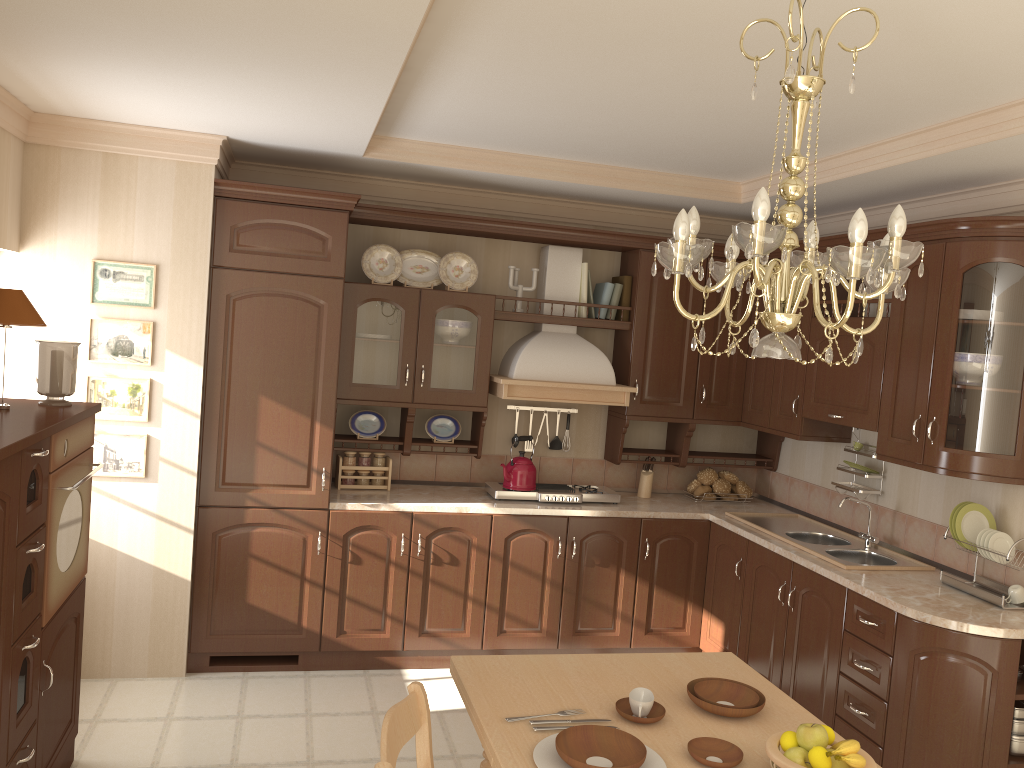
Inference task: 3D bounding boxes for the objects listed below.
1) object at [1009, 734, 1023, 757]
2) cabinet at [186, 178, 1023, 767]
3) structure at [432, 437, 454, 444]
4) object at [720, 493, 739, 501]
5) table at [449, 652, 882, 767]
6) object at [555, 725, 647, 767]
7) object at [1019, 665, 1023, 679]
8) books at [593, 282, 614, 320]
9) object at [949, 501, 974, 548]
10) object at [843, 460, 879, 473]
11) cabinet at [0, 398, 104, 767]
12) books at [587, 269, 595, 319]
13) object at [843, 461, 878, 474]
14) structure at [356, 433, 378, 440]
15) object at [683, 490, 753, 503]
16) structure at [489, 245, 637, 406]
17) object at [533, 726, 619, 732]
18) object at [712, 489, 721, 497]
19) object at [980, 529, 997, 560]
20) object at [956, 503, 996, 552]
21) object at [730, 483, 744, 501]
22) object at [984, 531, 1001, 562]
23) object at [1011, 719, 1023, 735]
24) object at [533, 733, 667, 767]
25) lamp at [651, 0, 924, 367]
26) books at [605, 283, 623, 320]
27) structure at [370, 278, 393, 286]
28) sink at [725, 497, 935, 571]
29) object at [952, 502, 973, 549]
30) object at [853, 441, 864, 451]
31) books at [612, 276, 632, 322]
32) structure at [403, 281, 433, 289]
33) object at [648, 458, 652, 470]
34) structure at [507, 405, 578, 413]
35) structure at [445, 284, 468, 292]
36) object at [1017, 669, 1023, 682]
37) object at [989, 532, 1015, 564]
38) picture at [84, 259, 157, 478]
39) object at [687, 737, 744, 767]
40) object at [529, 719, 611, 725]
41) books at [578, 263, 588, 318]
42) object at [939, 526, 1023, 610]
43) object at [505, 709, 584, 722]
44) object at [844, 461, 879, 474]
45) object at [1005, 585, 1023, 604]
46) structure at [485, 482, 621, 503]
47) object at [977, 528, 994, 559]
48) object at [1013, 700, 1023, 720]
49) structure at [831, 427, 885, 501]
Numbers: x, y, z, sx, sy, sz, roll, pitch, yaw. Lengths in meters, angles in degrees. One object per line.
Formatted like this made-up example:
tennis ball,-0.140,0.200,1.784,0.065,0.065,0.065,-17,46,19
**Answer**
object,1.858,1.310,3.303,0.145,0.077,0.208,4,3,-3
cabinet,0.258,0.363,3.927,3.226,2.313,2.436,4,3,-14
structure,-0.375,0.257,4.855,0.110,0.126,0.080,4,3,-14
object,1.278,0.663,5.219,0.103,0.060,0.105,3,3,-19
table,0.414,1.259,1.949,0.900,0.774,1.567,4,3,-14
object,0.197,0.828,1.982,0.204,0.042,0.204,4,3,-14
object,1.939,1.079,3.278,0.084,0.045,0.120,4,3,-3
books,0.504,-0.470,5.036,0.086,0.209,0.205,4,3,-14
object,1.864,0.576,3.616,0.193,0.188,0.047,4,3,-13
object,1.724,0.408,4.378,0.167,0.051,0.174,4,3,-14
cabinet,-1.606,0.782,2.505,0.538,1.349,1.513,4,3,-14
books,0.420,-0.506,5.019,0.068,0.271,0.194,4,3,-14
object,1.722,0.414,4.378,0.167,0.051,0.174,4,3,-14
structure,-0.773,0.231,4.757,0.110,0.126,0.080,4,3,-14
object,1.212,0.657,5.227,0.364,0.060,0.199,4,3,-14
structure,0.280,-0.335,4.877,0.753,0.845,0.455,4,3,-14
object,0.156,0.834,2.149,0.218,0.008,0.022,4,3,-12
object,1.239,0.634,5.262,0.114,0.094,0.098,2,4,-34
object,1.891,0.633,3.483,0.123,0.119,0.034,4,3,-12
object,1.872,0.578,3.580,0.193,0.188,0.047,4,3,-13
object,1.330,0.639,5.275,0.091,0.100,0.125,3,3,-19
object,1.896,0.635,3.462,0.123,0.119,0.034,4,3,-14
object,1.862,1.252,3.299,0.106,0.057,0.152,4,3,-3
object,0.196,0.846,1.982,0.299,0.009,0.299,4,3,-16
lamp,0.578,-0.534,1.786,0.501,0.982,0.502,1,5,-44
books,0.556,-0.465,5.040,0.080,0.209,0.205,4,3,-14
structure,-0.681,-0.581,4.657,0.110,0.126,0.080,4,3,-14
sink,1.500,0.692,4.318,0.448,0.348,1.077,4,3,-14
object,1.868,0.577,3.598,0.193,0.188,0.047,4,3,-13
object,1.746,0.314,4.465,0.044,0.051,0.049,8,5,44
books,0.620,-0.484,5.058,0.052,0.254,0.205,4,3,-14
structure,-0.501,-0.573,4.758,0.154,0.126,0.080,4,3,-14
object,0.803,0.516,5.224,0.016,0.158,0.051,7,4,39
structure,0.176,0.145,5.101,0.422,0.020,0.008,4,3,-14
structure,-0.294,-0.557,4.754,0.110,0.126,0.080,4,3,-14
object,1.823,1.069,3.294,0.084,0.045,0.120,3,4,-28
object,1.901,0.636,3.442,0.123,0.119,0.034,4,3,-14
picture,-1.761,-0.062,3.971,0.268,0.964,0.010,4,3,-14
object,0.468,0.855,2.044,0.127,0.026,0.126,7,4,41
object,0.144,0.831,2.185,0.212,0.008,0.018,4,3,-15
books,0.386,-0.526,5.002,0.042,0.305,0.194,4,3,-14
object,1.885,0.700,3.489,0.172,0.275,0.359,4,3,-13
object,0.085,0.827,2.212,0.218,0.004,0.028,3,4,-24
object,1.723,0.411,4.378,0.167,0.051,0.174,4,3,-14
object,1.943,0.807,3.399,0.073,0.072,0.085,7,4,40
structure,0.230,0.592,4.846,0.710,0.054,0.325,4,3,-14
object,1.887,0.632,3.503,0.123,0.119,0.034,4,3,-14
object,1.866,1.205,3.297,0.084,0.045,0.120,4,3,-3
structure,1.729,0.388,4.423,0.131,0.361,0.256,4,3,-14
